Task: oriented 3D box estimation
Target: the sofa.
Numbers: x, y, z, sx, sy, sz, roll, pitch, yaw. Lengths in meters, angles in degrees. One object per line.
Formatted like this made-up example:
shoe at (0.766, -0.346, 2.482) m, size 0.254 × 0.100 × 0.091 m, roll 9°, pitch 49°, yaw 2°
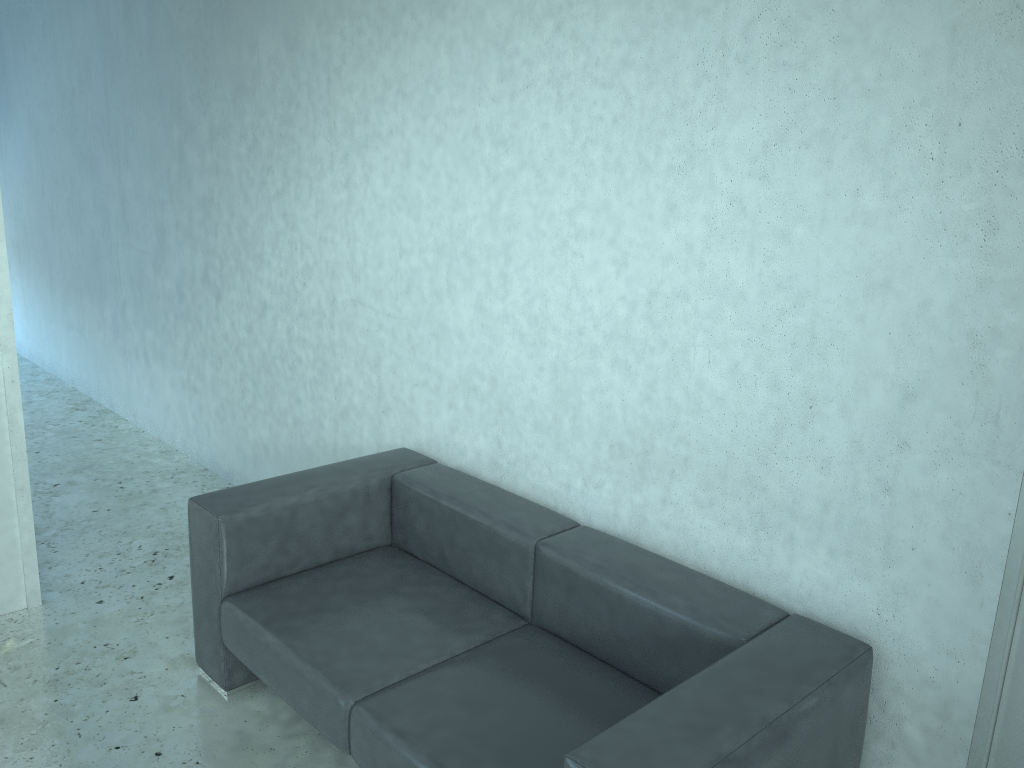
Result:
sofa at (-0.105, 0.816, 2.678) m, size 0.943 × 0.652 × 2.025 m, roll -11°, pitch 19°, yaw -42°

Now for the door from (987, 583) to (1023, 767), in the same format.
door at (2.426, 0.190, 1.282) m, size 2.576 × 3.200 × 1.162 m, roll 3°, pitch 14°, yaw 4°
